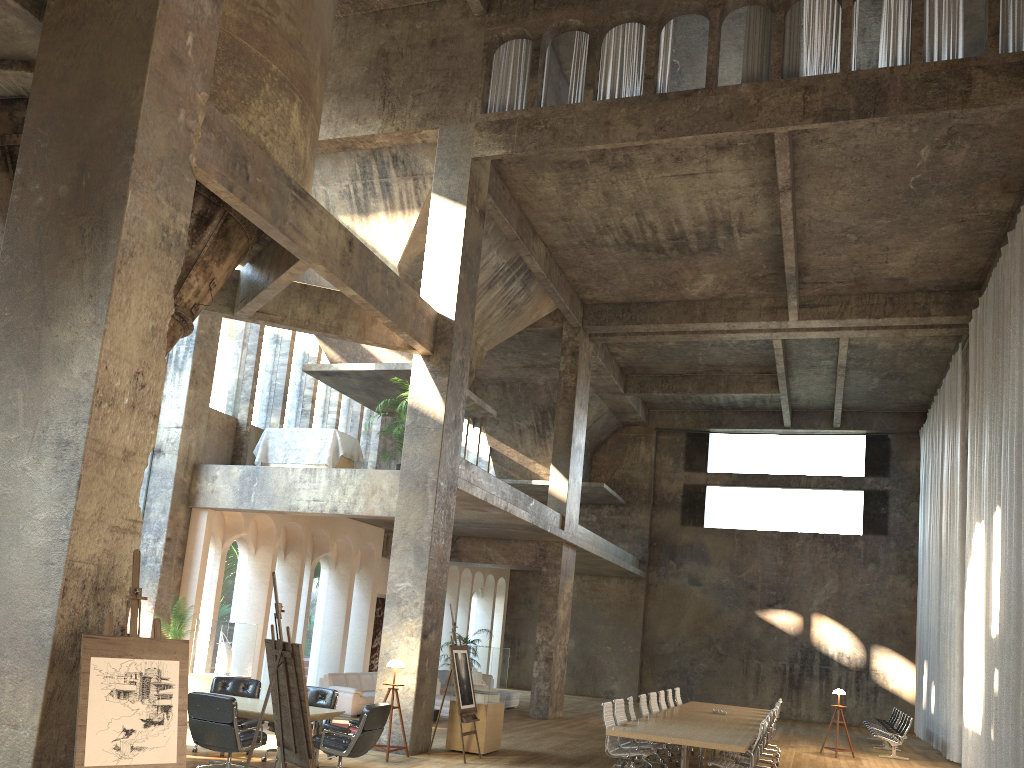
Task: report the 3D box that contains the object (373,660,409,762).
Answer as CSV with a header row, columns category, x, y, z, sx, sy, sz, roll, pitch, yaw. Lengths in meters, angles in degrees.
category,x,y,z,sx,sy,sz,roll,pitch,yaw
object,-1.703,4.333,11.761,0.570,1.268,0.674,2,-11,20

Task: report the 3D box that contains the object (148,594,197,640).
category,x,y,z,sx,sy,sz,roll,pitch,yaw
object,-5.189,3.674,13.442,0.687,0.918,0.882,3,-12,11

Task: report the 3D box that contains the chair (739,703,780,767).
category,x,y,z,sx,sy,sz,roll,pitch,yaw
chair,4.180,5.885,14.856,0.698,1.002,0.682,2,-11,19

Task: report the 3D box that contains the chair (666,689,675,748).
category,x,y,z,sx,sy,sz,roll,pitch,yaw
chair,3.123,6.123,16.052,0.698,1.002,0.682,1,-12,23

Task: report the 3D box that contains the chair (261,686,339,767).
category,x,y,z,sx,sy,sz,roll,pitch,yaw
chair,-2.583,4.136,10.662,0.728,0.872,0.843,3,-12,14

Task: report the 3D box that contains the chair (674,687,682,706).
category,x,y,z,sx,sy,sz,roll,pitch,yaw
chair,3.431,6.401,16.935,0.699,1.002,0.681,0,-12,25

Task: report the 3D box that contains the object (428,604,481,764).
category,x,y,z,sx,sy,sz,roll,pitch,yaw
object,-0.746,4.171,12.330,0.683,2.099,0.718,2,-10,19

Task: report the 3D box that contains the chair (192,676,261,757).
category,x,y,z,sx,sy,sz,roll,pitch,yaw
chair,-3.545,4.133,10.971,0.731,0.872,0.840,7,-12,-6

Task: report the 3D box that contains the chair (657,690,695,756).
category,x,y,z,sx,sy,sz,roll,pitch,yaw
chair,2.828,5.854,15.196,0.698,1.002,0.681,0,-12,25

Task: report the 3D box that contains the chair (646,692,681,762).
category,x,y,z,sx,sy,sz,roll,pitch,yaw
chair,2.541,5.591,14.357,0.699,1.002,0.681,0,-12,28

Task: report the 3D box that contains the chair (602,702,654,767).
category,x,y,z,sx,sy,sz,roll,pitch,yaw
chair,1.434,4.555,11.051,0.698,1.002,0.681,0,-12,25

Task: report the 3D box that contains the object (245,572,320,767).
category,x,y,z,sx,sy,sz,roll,pitch,yaw
object,-1.948,2.680,7.442,0.694,2.099,0.706,13,-12,-37

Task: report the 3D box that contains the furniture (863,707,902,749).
category,x,y,z,sx,sy,sz,roll,pitch,yaw
furniture,8.692,8.041,20.677,0.707,0.822,1.921,1,-15,19

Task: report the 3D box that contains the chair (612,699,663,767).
category,x,y,z,sx,sy,sz,roll,pitch,yaw
chair,1.680,4.808,11.868,0.699,1.002,0.681,0,-12,28

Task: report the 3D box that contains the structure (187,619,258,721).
category,x,y,z,sx,sy,sz,roll,pitch,yaw
structure,-4.495,4.448,13.582,0.593,1.513,0.761,2,-11,20

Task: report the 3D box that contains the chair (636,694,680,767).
category,x,y,z,sx,sy,sz,roll,pitch,yaw
chair,2.254,5.333,13.537,0.698,1.002,0.681,0,-12,25

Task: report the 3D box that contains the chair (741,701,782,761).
category,x,y,z,sx,sy,sz,roll,pitch,yaw
chair,4.457,6.136,15.654,0.699,1.002,0.681,0,-12,28

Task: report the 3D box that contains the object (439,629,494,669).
category,x,y,z,sx,sy,sz,roll,pitch,yaw
object,-1.254,7.204,22.786,1.401,1.772,1.389,0,-12,25

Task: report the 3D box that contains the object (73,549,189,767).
category,x,y,z,sx,sy,sz,roll,pitch,yaw
object,-2.458,2.126,5.646,0.713,2.099,0.688,14,-13,-43

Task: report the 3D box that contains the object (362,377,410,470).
category,x,y,z,sx,sy,sz,roll,pitch,yaw
object,-1.596,0.696,14.310,1.401,1.768,1.389,0,-12,25

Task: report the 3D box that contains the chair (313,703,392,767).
category,x,y,z,sx,sy,sz,roll,pitch,yaw
chair,-1.828,3.916,9.629,0.819,0.872,0.749,2,-12,16

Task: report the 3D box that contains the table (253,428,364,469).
category,x,y,z,sx,sy,sz,roll,pitch,yaw
table,-3.452,1.219,14.969,1.748,0.784,1.144,0,-14,20

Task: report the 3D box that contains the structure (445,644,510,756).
category,x,y,z,sx,sy,sz,roll,pitch,yaw
structure,-0.503,4.695,13.129,0.593,1.513,0.761,2,-11,20

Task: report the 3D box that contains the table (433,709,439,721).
category,x,y,z,sx,sy,sz,roll,pitch,yaw
table,-1.945,6.163,16.396,0.789,0.198,1.139,0,-16,19

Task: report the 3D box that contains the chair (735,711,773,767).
category,x,y,z,sx,sy,sz,roll,pitch,yaw
chair,3.316,5.090,12.324,0.698,1.002,0.681,0,-12,25

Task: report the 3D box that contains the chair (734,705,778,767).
category,x,y,z,sx,sy,sz,roll,pitch,yaw
chair,3.890,5.612,13.982,0.698,1.002,0.681,0,-12,25

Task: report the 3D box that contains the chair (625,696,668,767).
category,x,y,z,sx,sy,sz,roll,pitch,yaw
chair,1.948,5.059,12.669,0.698,1.002,0.682,2,-11,19

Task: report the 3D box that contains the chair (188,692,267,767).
category,x,y,z,sx,sy,sz,roll,pitch,yaw
chair,-2.965,3.701,9.247,0.729,0.872,0.841,0,-13,26

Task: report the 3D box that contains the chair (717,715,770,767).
category,x,y,z,sx,sy,sz,roll,pitch,yaw
chair,3.022,4.821,11.467,0.698,1.002,0.682,1,-12,23

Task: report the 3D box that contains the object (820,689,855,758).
category,x,y,z,sx,sy,sz,roll,pitch,yaw
object,6.302,6.621,17.215,0.668,1.268,0.575,13,-12,-36

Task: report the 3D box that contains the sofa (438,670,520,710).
category,x,y,z,sx,sy,sz,roll,pitch,yaw
sofa,-0.929,7.332,21.144,2.065,0.705,1.099,0,-15,19

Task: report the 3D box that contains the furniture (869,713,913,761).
category,x,y,z,sx,sy,sz,roll,pitch,yaw
furniture,7.922,7.341,18.451,0.707,0.822,1.921,1,-15,19

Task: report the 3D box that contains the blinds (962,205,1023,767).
category,x,y,z,sx,sy,sz,roll,pitch,yaw
blinds,7.496,1.828,13.316,0.274,8.449,8.029,2,-12,21

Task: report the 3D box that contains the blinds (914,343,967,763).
category,x,y,z,sx,sy,sz,roll,pitch,yaw
blinds,10.293,4.370,21.399,0.274,8.449,8.031,3,-12,19

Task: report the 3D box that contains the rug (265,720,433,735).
category,x,y,z,sx,sy,sz,roll,pitch,yaw
rug,-2.666,5.596,14.290,2.460,0.009,1.382,0,-17,20

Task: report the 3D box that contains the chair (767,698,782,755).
category,x,y,z,sx,sy,sz,roll,pitch,yaw
chair,4.708,6.389,16.469,0.698,1.002,0.681,0,-12,25

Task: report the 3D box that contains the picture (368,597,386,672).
category,x,y,z,sx,sy,sz,roll,pitch,yaw
picture,-3.030,6.057,21.141,0.069,1.731,1.541,2,-12,20

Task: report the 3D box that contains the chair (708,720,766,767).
category,x,y,z,sx,sy,sz,roll,pitch,yaw
chair,0.059,4.584,11.585,12.939,1.008,32.335,0,-17,19

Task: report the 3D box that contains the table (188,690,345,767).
category,x,y,z,sx,sy,sz,roll,pitch,yaw
table,-3.297,4.019,10.145,2.407,0.684,1.133,0,-15,19

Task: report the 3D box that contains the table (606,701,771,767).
category,x,y,z,sx,sy,sz,roll,pitch,yaw
table,3.073,5.578,13.664,1.599,0.741,7.918,0,-16,19

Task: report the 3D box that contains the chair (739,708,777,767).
category,x,y,z,sx,sy,sz,roll,pitch,yaw
chair,3.604,5.354,13.162,0.699,1.002,0.681,0,-12,28

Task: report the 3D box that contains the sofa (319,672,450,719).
category,x,y,z,sx,sy,sz,roll,pitch,yaw
sofa,-2.283,6.099,17.226,2.062,0.705,3.006,0,-16,19
